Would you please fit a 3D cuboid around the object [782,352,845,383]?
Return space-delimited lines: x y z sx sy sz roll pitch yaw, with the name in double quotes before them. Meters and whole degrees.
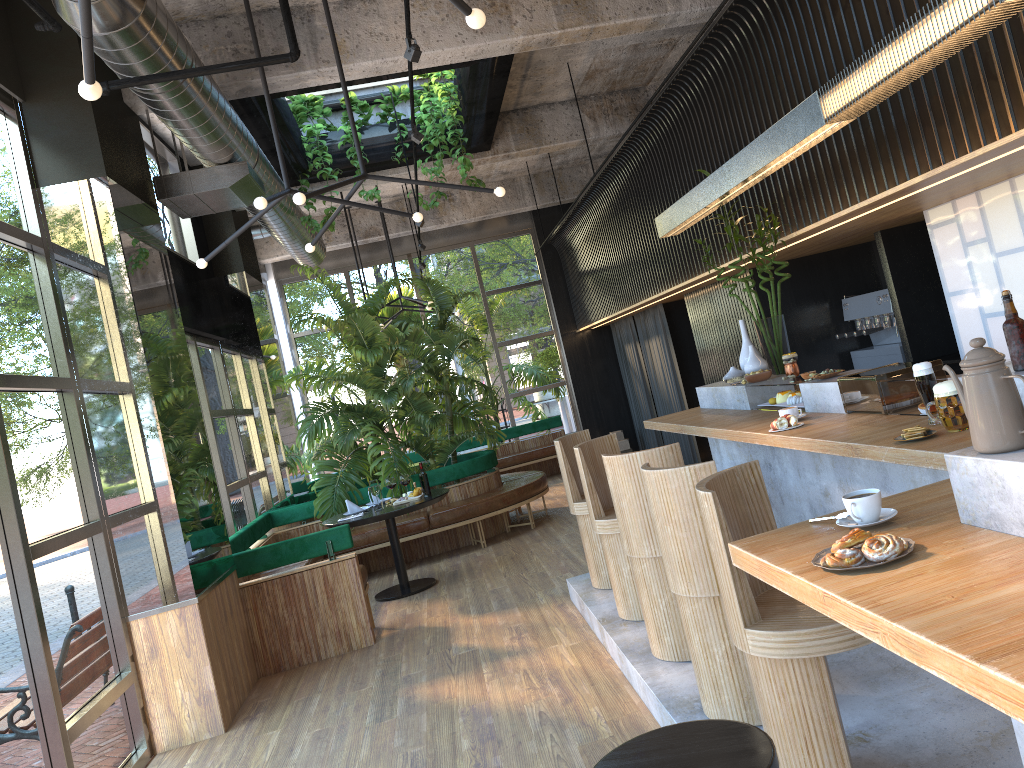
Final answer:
"object" 1.578 -0.094 4.854 0.212 0.135 0.797 -13 0 1

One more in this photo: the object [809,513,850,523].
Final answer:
"object" 0.775 0.327 2.165 0.030 0.027 0.129 -13 0 -30

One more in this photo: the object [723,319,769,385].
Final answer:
"object" 1.509 -0.217 5.717 0.302 0.398 0.333 -15 -2 40

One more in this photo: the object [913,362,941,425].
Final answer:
"object" 1.533 0.033 3.267 0.072 0.232 0.077 -14 -3 25

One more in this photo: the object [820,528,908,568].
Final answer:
"object" 0.721 0.330 1.814 0.155 0.053 0.161 -13 0 36

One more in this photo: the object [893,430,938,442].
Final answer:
"object" 1.389 0.182 3.054 0.158 0.013 0.142 -14 0 -37

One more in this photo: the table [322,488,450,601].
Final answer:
"table" -1.003 1.423 7.700 1.160 0.751 1.039 -13 -1 -39

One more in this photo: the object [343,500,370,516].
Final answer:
"object" -1.357 1.056 7.707 0.243 0.139 0.222 -13 -1 -24

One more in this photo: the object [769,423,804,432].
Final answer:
"object" 1.281 0.204 4.146 0.166 0.005 0.167 -13 0 4

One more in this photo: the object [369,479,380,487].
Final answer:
"object" -1.170 0.951 7.651 0.097 0.245 0.088 -12 -3 -25

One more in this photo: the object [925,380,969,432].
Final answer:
"object" 1.501 0.073 3.039 0.114 0.172 0.133 -13 -2 -14

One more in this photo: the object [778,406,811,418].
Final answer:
"object" 1.380 0.142 4.357 0.138 0.064 0.106 -13 0 -29

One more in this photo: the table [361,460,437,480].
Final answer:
"table" -1.369 1.484 11.562 1.153 0.752 1.047 -13 -1 -28

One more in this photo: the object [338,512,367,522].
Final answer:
"object" -1.332 1.108 7.451 0.260 0.019 0.154 -14 0 -9

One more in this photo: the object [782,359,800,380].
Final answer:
"object" 1.592 -0.085 5.110 0.085 0.107 0.162 -15 -1 38

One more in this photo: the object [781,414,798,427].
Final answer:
"object" 1.289 0.171 4.154 0.073 0.060 0.124 -13 -1 -39

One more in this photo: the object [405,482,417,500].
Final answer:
"object" -0.879 0.924 7.682 0.146 0.124 0.095 -13 -2 -28

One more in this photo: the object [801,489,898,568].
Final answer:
"object" 0.742 0.313 1.962 0.174 0.073 0.434 -13 0 28

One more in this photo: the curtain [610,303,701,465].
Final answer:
"curtain" 1.878 0.024 12.117 0.124 2.061 3.211 -13 -1 -5

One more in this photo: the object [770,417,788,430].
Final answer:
"object" 1.239 0.184 4.129 0.062 0.059 0.072 -13 -1 -17

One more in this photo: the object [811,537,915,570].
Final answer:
"object" 0.720 0.350 1.820 0.197 0.013 0.215 -13 0 28

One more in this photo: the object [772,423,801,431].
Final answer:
"object" 1.280 0.202 4.142 0.117 0.005 0.126 -13 0 31

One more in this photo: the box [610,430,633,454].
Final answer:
"box" 1.591 0.919 13.154 0.344 0.442 0.270 -13 -2 -20

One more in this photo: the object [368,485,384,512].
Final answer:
"object" -1.143 0.965 7.487 0.101 0.209 0.110 -14 -2 27

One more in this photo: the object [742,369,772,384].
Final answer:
"object" 1.503 -0.049 5.459 0.191 0.073 0.229 -13 0 12

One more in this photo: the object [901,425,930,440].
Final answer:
"object" 1.388 0.167 3.057 0.093 0.041 0.147 -14 0 26

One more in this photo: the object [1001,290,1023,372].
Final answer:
"object" 1.708 -0.184 3.012 0.072 0.277 0.078 -15 -3 28

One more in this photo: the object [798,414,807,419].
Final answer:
"object" 1.366 0.175 4.353 0.164 0.020 0.156 -14 0 -12

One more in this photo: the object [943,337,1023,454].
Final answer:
"object" 0.983 0.020 1.840 0.125 0.234 0.203 -12 -2 -40

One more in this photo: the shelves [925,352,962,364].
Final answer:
"shelves" 3.429 -0.215 6.522 0.533 0.035 0.851 -14 0 -7

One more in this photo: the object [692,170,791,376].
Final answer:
"object" 1.576 -0.672 5.753 0.642 1.551 0.611 -15 -3 30

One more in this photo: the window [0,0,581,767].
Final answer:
"window" -0.672 -1.582 3.669 4.217 6.502 19.973 -13 0 -5
